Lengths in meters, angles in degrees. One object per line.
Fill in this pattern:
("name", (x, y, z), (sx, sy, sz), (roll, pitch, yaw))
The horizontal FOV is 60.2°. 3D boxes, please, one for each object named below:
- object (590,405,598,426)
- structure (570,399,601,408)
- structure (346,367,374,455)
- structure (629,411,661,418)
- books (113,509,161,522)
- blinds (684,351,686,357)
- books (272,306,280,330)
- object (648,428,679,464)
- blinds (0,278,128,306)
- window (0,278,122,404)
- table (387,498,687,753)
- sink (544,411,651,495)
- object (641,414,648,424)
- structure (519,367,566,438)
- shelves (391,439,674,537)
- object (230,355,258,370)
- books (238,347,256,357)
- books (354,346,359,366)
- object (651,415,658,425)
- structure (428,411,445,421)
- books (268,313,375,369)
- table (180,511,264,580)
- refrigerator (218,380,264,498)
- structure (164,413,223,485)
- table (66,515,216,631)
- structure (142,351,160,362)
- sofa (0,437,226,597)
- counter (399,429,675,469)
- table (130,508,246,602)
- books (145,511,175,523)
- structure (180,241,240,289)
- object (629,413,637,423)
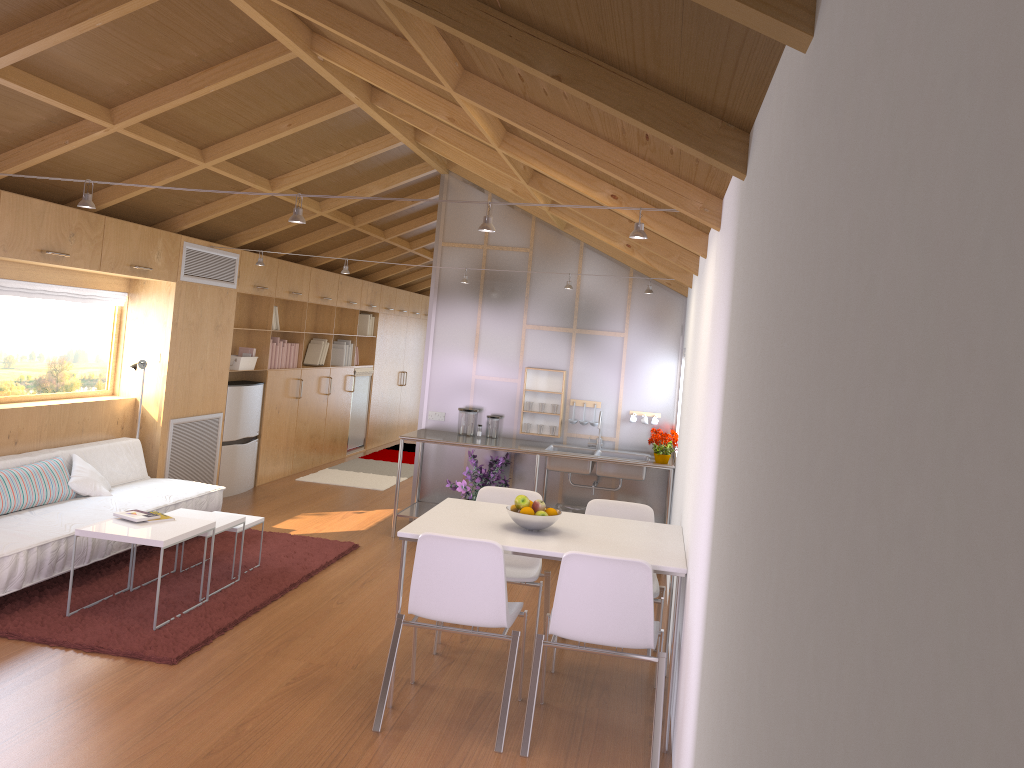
("object", (0.671, 0.253, 7.173), (0.075, 0.183, 0.074), (4, -1, 41))
("structure", (0.601, 0.161, 7.228), (0.251, 0.051, 0.016), (6, -1, 10))
("structure", (-2.041, 0.313, 11.150), (0.316, 1.081, 0.724), (5, 0, 9))
("structure", (1.074, 0.244, 7.133), (0.251, 0.032, 0.041), (6, 1, 10))
("books", (-2.019, 0.708, 4.756), (0.193, 0.016, 0.152), (7, 3, 29))
("blinds", (1.336, -0.220, 6.732), (0.047, 0.111, 0.724), (5, 3, 9))
("books", (-2.367, -0.674, 8.571), (0.176, 0.297, 0.279), (5, 0, 9))
("object", (1.159, 0.470, 6.789), (0.233, 0.235, 0.687), (5, 2, 10))
("blinds", (-3.071, -0.619, 6.024), (0.047, 0.111, 1.495), (5, 3, 9))
("window", (-3.152, -0.285, 6.022), (0.035, 0.791, 1.494), (5, 2, 9))
("table", (0.149, 1.036, 4.067), (1.210, 0.744, 0.898), (5, 1, 10))
("sink", (0.678, 0.537, 6.910), (0.811, 0.642, 0.562), (5, 0, 10))
("object", (1.071, 0.283, 7.121), (0.059, 0.081, 0.062), (5, 0, 17))
("structure", (0.252, 0.150, 7.257), (0.328, 0.546, 0.076), (5, -2, 10))
("shelves", (0.178, 0.893, 6.952), (2.094, 0.754, 0.631), (5, 0, 10))
("object", (-2.482, -0.194, 8.040), (0.203, 0.123, 0.349), (5, 2, 9))
("books", (-2.461, -0.241, 8.164), (0.150, 0.193, 0.088), (5, -1, 10))
("books", (-2.000, -0.383, 10.950), (0.176, 0.297, 0.279), (5, 0, 9))
("object", (1.149, 0.290, 7.113), (0.059, 0.080, 0.062), (5, 0, 10))
("structure", (-0.634, 0.270, 7.435), (0.142, 0.071, 0.011), (5, -2, 10))
("books", (-2.138, -0.530, 9.997), (0.189, 0.658, 3.105), (5, 3, 9))
("table", (-1.793, 0.996, 5.492), (0.342, 0.309, 0.369), (5, 1, 9))
("refrigerator", (-2.526, 0.481, 8.029), (0.262, 0.989, 0.712), (5, 0, 9))
("structure", (-2.584, 0.618, 7.172), (0.013, 0.722, 0.818), (5, 1, 9))
("table", (-1.930, 0.960, 4.645), (0.486, 0.439, 0.524), (5, 1, 9))
("structure", (-2.738, -0.206, 6.707), (0.142, 0.071, 0.011), (5, -2, 10))
("sofa", (-2.686, 0.779, 5.342), (0.863, 0.629, 2.352), (5, 2, 9))
("counter", (0.213, 0.499, 6.963), (2.111, 0.021, 0.649), (6, 3, 10))
("table", (-1.856, 0.972, 5.098), (0.425, 0.384, 0.458), (5, 1, 9))
("books", (-1.958, 0.726, 4.815), (0.194, 0.016, 0.152), (7, 4, 39))
("structure", (-2.448, -0.956, 7.194), (0.013, 0.301, 0.902), (5, 2, 9))
("object", (0.979, 0.273, 7.142), (0.059, 0.080, 0.062), (5, 0, 10))
